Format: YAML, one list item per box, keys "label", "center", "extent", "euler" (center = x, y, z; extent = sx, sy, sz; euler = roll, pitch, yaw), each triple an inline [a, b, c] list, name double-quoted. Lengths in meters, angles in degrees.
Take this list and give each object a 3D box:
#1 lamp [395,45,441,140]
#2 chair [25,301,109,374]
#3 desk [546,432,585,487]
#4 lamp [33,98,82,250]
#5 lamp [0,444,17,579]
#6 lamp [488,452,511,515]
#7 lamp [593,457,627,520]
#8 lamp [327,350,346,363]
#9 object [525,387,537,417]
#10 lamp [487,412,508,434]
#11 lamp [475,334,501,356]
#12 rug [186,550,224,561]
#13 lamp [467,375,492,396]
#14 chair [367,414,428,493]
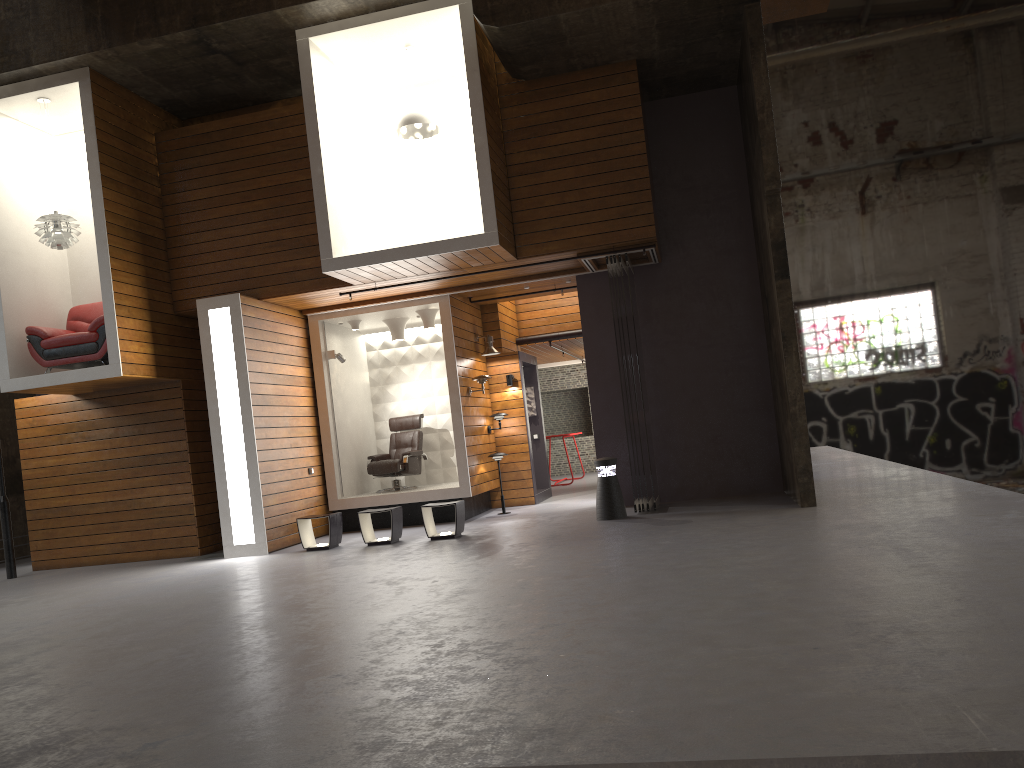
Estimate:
- label: "lamp"
  center: [-1.134, -3.390, 10.183]
  extent: [0.531, 0.986, 0.529]
  euler: [-7, -1, 25]
- label: "chair"
  center: [-5.072, -0.596, 10.739]
  extent: [1.201, 0.937, 0.953]
  euler: [-7, -2, 12]
- label: "desk"
  center: [0.949, 1.527, 17.905]
  extent: [0.845, 0.984, 1.717]
  euler: [-7, -3, 12]
- label: "lamp"
  center: [-5.409, -2.476, 10.406]
  extent: [0.511, 1.773, 0.489]
  euler: [-6, -1, -24]
- label: "lamp"
  center: [-6.346, 1.019, 10.980]
  extent: [0.628, 2.946, 0.632]
  euler: [-6, -1, -37]
- label: "lamp"
  center: [-0.156, 1.370, 12.277]
  extent: [0.287, 0.862, 0.288]
  euler: [-6, -1, -2]
- label: "lamp"
  center: [1.097, 1.181, 10.072]
  extent: [0.349, 0.696, 0.348]
  euler: [-7, -1, 18]
- label: "lamp"
  center: [-2.412, -0.376, 12.192]
  extent: [0.248, 0.188, 0.130]
  euler: [-6, -2, -19]
- label: "object"
  center: [0.191, 0.305, 14.522]
  extent: [0.380, 0.478, 0.048]
  euler: [-7, -1, 12]
- label: "lamp"
  center: [-0.198, 0.563, 12.953]
  extent: [0.327, 0.296, 0.288]
  euler: [-7, -2, 12]
- label: "lamp"
  center: [-0.350, -0.585, 12.824]
  extent: [0.346, 0.331, 0.294]
  euler: [-7, -2, 14]
- label: "rug"
  center: [-3.525, 2.124, 11.351]
  extent: [0.541, 0.014, 1.578]
  euler: [-7, -3, 12]
- label: "lamp"
  center: [-0.432, 0.012, 12.087]
  extent: [0.352, 0.271, 0.288]
  euler: [-7, -2, 12]
- label: "chair"
  center: [-1.676, 1.006, 12.910]
  extent: [0.757, 1.071, 0.824]
  euler: [-7, -2, 27]
